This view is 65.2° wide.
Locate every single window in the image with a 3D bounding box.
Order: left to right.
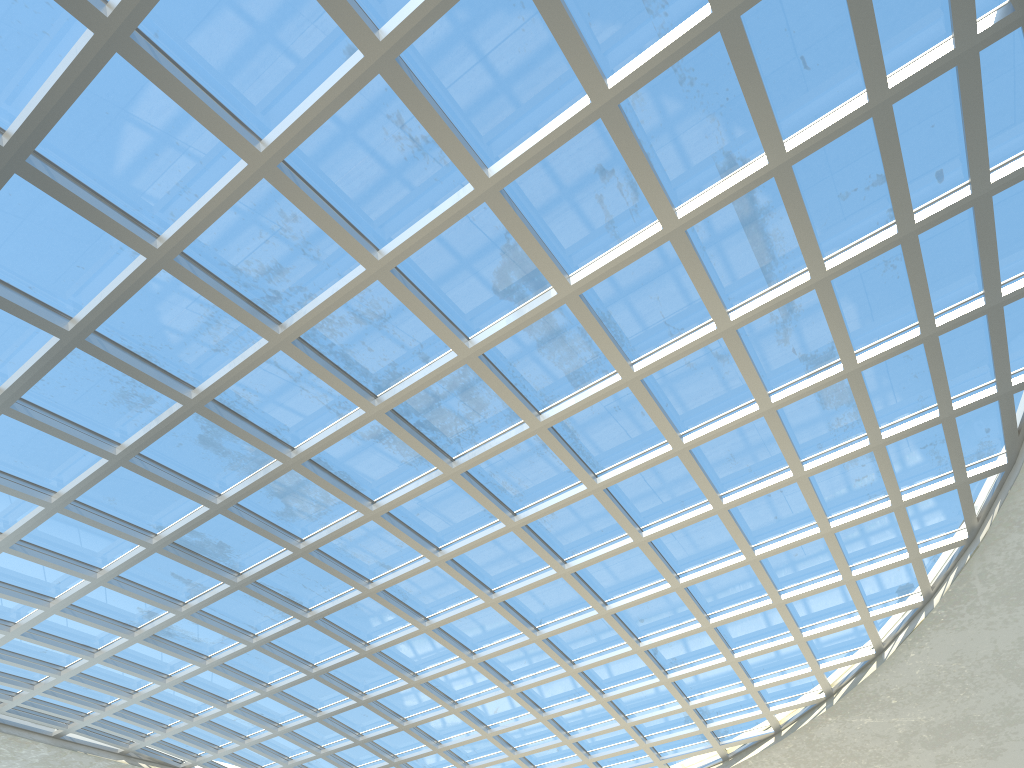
[{"bbox_3d":[-10.963,14.911,48.362,82.991,9.311,90.229,-24,-48,24],"label":"window"}]
